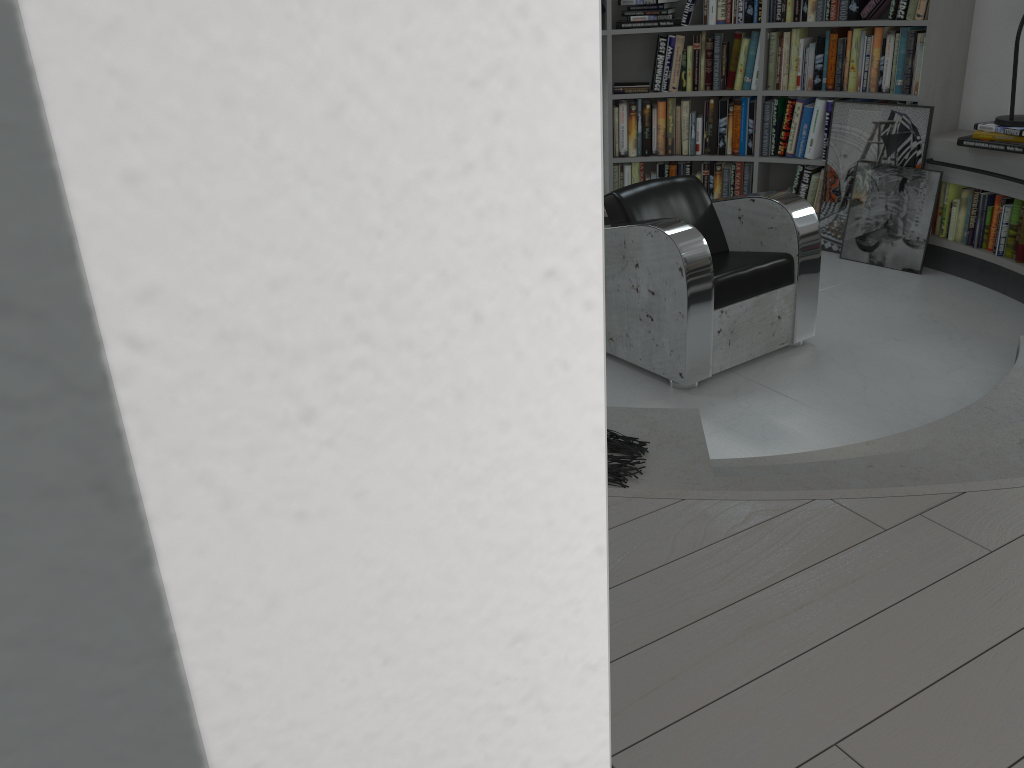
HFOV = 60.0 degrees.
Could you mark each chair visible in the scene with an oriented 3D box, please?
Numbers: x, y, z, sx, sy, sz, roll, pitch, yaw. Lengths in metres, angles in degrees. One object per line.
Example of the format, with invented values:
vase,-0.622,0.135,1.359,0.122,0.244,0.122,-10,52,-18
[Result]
chair,0.802,-0.506,3.937,0.826,0.712,0.746,-18,28,-31

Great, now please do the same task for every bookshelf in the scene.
bookshelf,0.063,-1.605,4.641,4.346,1.860,2.124,-16,27,-26

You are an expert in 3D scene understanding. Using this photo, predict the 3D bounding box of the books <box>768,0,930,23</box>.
books,1.910,-2.198,4.899,0.281,0.354,1.057,-24,31,-39

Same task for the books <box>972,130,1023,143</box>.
books,2.497,-1.236,4.381,0.288,0.034,0.306,-21,30,-35

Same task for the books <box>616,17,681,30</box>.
books,0.851,-2.239,5.498,0.388,0.041,0.369,1,24,10

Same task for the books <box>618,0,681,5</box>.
books,0.844,-2.355,5.450,0.287,0.031,0.271,16,31,37

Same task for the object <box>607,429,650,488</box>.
object,0.092,0.150,2.119,0.473,0.081,0.220,7,26,22

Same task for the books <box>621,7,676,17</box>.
books,0.847,-2.297,5.474,0.286,0.031,0.272,6,26,19

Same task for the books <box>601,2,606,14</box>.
books,0.361,-2.325,5.395,0.399,0.337,0.226,-7,24,-8

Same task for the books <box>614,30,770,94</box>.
books,1.112,-1.993,5.471,0.974,0.348,0.254,2,24,12

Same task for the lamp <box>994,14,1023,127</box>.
lamp,2.511,-1.585,4.247,0.323,0.653,0.236,-9,24,-12

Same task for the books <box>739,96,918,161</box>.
books,1.900,-1.513,5.230,1.189,0.355,0.306,17,31,38

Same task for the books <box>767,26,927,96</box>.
books,1.939,-1.848,5.048,0.277,0.344,1.025,-24,31,-39

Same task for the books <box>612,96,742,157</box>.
books,1.052,-1.653,5.647,0.872,0.347,0.275,2,24,12

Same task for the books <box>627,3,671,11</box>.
books,0.846,-2.326,5.462,0.227,0.036,0.215,6,26,19

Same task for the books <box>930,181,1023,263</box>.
books,2.506,-0.811,4.469,0.272,0.295,1.158,-9,25,-13

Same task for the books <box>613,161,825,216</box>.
books,1.332,-1.285,5.673,1.498,0.308,0.363,7,26,21

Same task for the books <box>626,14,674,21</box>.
books,0.849,-2.269,5.486,0.286,0.031,0.272,-1,24,6

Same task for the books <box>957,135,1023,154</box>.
books,2.499,-1.202,4.395,0.367,0.041,0.391,-16,27,-26

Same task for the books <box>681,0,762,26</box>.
books,1.289,-2.343,5.305,0.553,0.347,0.258,4,24,16

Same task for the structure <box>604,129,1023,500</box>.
structure,0.795,-0.449,3.822,4.711,0.686,4.758,3,25,15

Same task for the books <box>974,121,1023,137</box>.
books,2.495,-1.265,4.368,0.269,0.031,0.288,-11,25,-17

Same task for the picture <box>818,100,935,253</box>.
picture,2.021,-1.138,5.000,0.091,0.854,0.582,-21,29,-35

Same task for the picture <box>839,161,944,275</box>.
picture,2.081,-0.922,4.897,0.107,0.549,0.492,-20,29,-35
